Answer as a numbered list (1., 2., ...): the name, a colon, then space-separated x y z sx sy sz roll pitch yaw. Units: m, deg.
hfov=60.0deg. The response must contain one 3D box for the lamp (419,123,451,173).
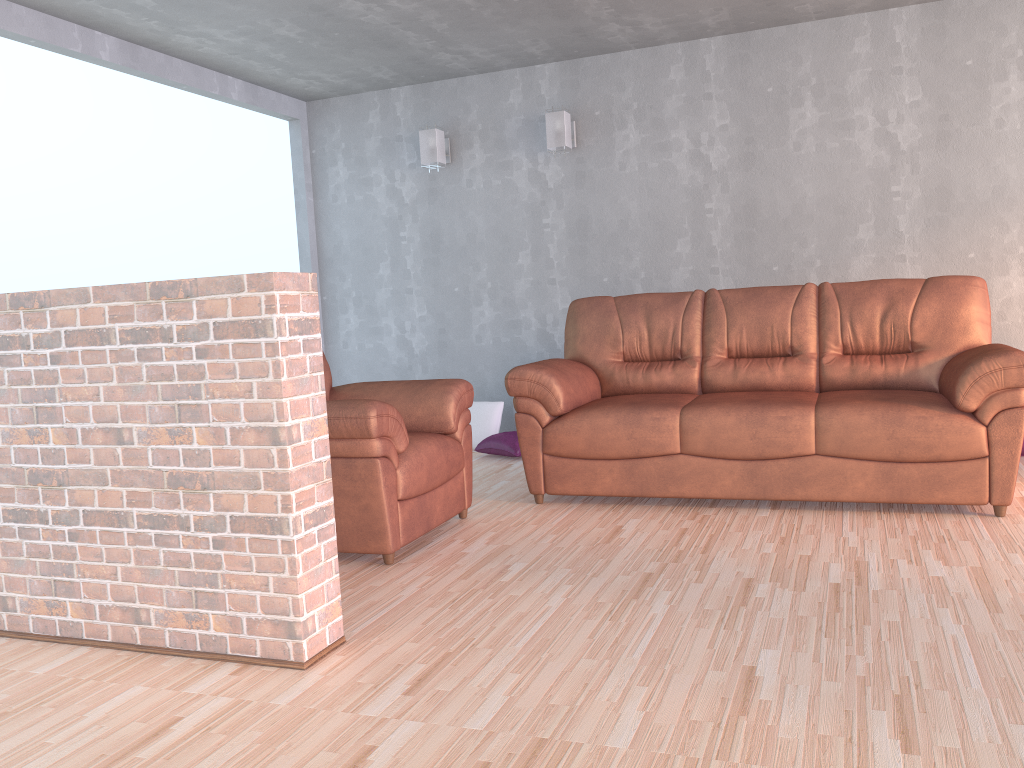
1. lamp: -0.523 -1.576 5.932 0.165 0.319 0.168 -1 5 21

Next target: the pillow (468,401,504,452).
1. pillow: -0.227 0.283 5.860 0.327 0.326 0.241 -1 6 25

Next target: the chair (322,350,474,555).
1. chair: -0.747 0.168 3.742 0.936 0.879 0.970 -1 5 20

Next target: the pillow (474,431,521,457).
1. pillow: 0.001 0.373 5.618 0.392 0.130 0.365 1 7 41

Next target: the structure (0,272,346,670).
1. structure: -1.207 0.242 2.668 1.422 1.057 0.211 -1 5 21

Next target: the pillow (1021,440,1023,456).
1. pillow: 2.656 0.219 4.725 0.327 0.326 0.241 -2 5 15

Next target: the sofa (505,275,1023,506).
1. sofa: 1.149 -0.003 4.192 2.202 0.923 0.981 -1 5 21

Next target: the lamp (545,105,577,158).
1. lamp: 0.303 -1.596 5.619 0.165 0.319 0.177 -1 5 21
